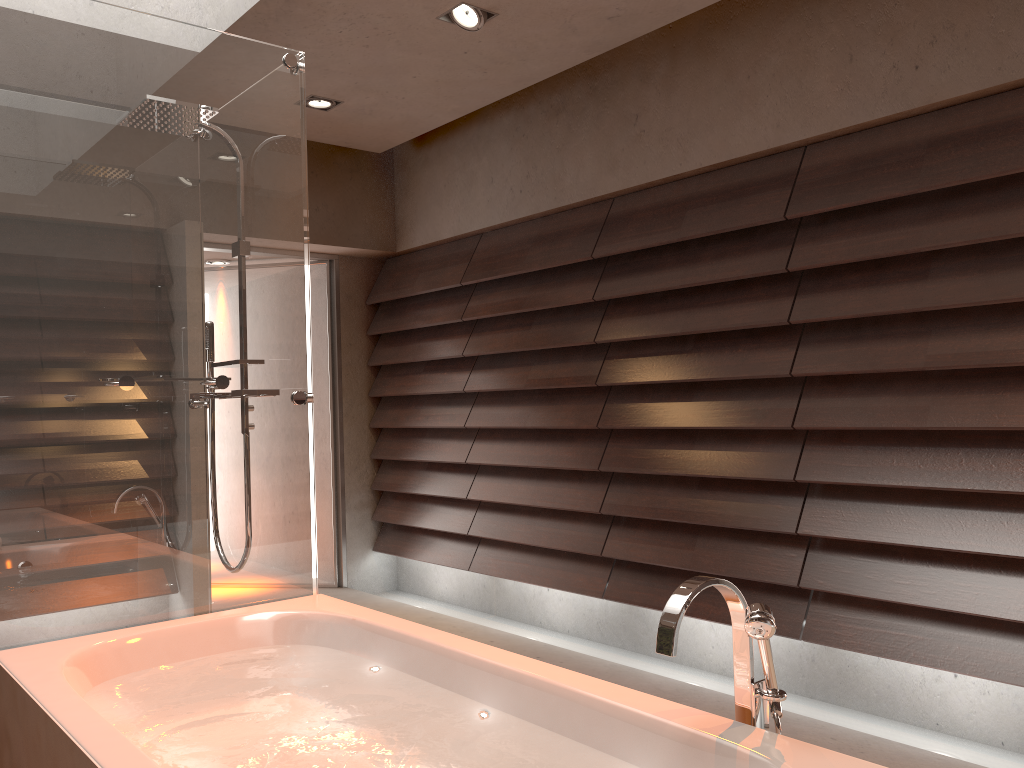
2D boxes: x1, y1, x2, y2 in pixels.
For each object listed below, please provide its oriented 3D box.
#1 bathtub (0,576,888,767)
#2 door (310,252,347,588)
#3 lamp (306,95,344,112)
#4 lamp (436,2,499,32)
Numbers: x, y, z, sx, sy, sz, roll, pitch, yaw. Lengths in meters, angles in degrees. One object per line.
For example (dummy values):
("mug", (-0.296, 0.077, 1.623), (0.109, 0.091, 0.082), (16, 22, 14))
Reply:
("bathtub", (-0.259, 0.739, 1.725), (0.994, 0.761, 2.000), (-1, -2, -40))
("door", (-1.652, 0.238, 5.314), (1.007, 2.000, 0.779), (-1, -2, -40))
("lamp", (-0.899, -1.332, 4.142), (0.170, 0.051, 0.165), (-1, -2, -40))
("lamp", (-0.165, -1.367, 3.262), (0.170, 0.110, 0.165), (-1, -2, -40))
